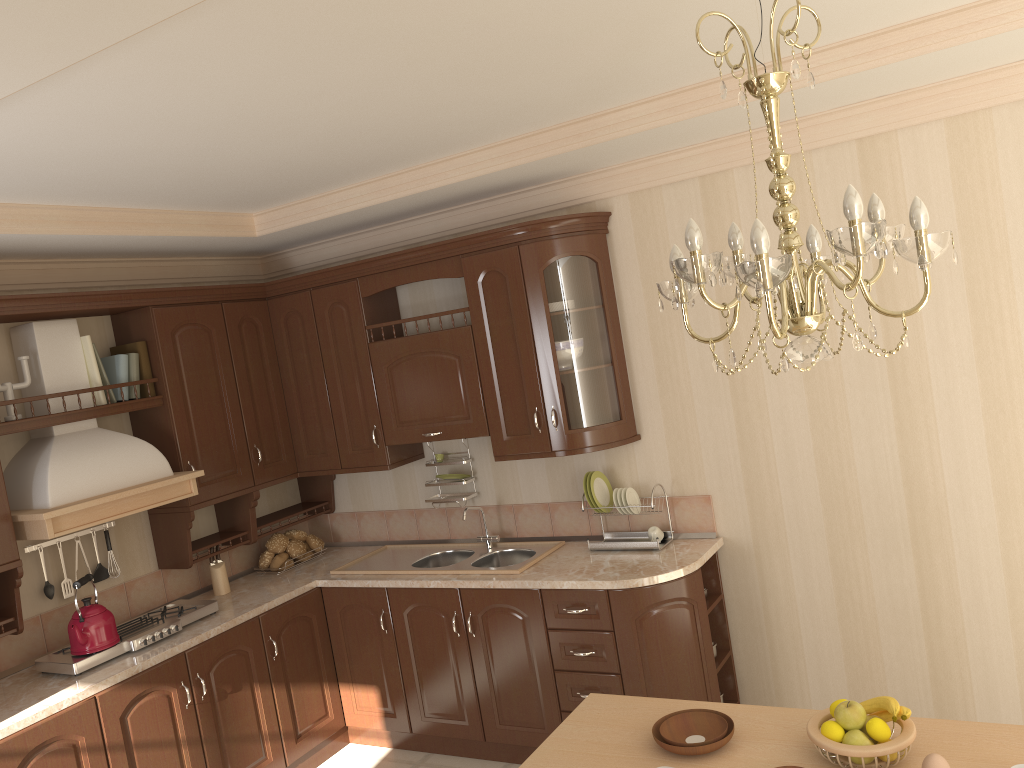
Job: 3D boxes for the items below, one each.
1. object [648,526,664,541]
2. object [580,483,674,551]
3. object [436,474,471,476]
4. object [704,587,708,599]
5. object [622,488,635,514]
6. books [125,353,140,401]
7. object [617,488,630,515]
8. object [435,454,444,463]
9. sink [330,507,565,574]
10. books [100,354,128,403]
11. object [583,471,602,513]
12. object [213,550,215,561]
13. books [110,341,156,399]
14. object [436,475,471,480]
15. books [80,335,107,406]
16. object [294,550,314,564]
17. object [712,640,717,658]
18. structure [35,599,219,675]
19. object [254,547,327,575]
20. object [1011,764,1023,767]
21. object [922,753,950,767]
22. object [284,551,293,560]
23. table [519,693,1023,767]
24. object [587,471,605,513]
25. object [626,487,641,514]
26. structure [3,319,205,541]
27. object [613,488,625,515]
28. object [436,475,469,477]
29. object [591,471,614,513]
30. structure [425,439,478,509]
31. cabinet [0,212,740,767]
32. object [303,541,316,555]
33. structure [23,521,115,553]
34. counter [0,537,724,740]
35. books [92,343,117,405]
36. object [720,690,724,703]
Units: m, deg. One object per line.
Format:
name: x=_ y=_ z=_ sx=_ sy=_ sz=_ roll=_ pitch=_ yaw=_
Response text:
object: x=0.637 y=0.665 z=3.927 sx=0.073 sy=0.072 sz=0.085 roll=-10 pitch=3 yaw=-5
object: x=0.508 y=0.587 z=3.942 sx=0.359 sy=0.275 sz=0.172 roll=-7 pitch=4 yaw=32
object: x=-0.294 y=0.458 z=4.433 sx=0.174 sy=0.051 sz=0.167 roll=-7 pitch=4 yaw=31
object: x=0.788 y=0.913 z=3.859 sx=0.120 sy=0.045 sz=0.084 roll=-6 pitch=5 yaw=42
object: x=0.518 y=0.518 z=3.926 sx=0.034 sy=0.119 sz=0.123 roll=-7 pitch=4 yaw=30
books: x=-1.761 y=-0.026 z=4.009 sx=0.205 sy=0.209 sz=0.080 roll=-7 pitch=4 yaw=31
object: x=0.500 y=0.520 z=3.937 sx=0.034 sy=0.119 sz=0.123 roll=-7 pitch=4 yaw=33
object: x=-0.364 y=0.374 z=4.502 sx=0.044 sy=0.051 sz=0.049 roll=-9 pitch=3 yaw=-1
sink: x=-0.329 y=0.776 z=4.253 sx=1.077 sy=0.348 sz=0.448 roll=-7 pitch=4 yaw=31
books: x=-1.794 y=-0.018 z=3.970 sx=0.205 sy=0.209 sz=0.086 roll=-7 pitch=4 yaw=31
object: x=0.374 y=0.488 z=4.007 sx=0.047 sy=0.188 sz=0.193 roll=-7 pitch=4 yaw=32
object: x=-1.473 y=0.886 z=4.387 sx=0.016 sy=0.158 sz=0.051 roll=-10 pitch=3 yaw=-7
books: x=-1.735 y=-0.057 z=4.066 sx=0.205 sy=0.254 sz=0.052 roll=-7 pitch=4 yaw=31
object: x=-0.294 y=0.464 z=4.431 sx=0.174 sy=0.051 sz=0.167 roll=-7 pitch=4 yaw=31
books: x=-1.864 y=-0.050 z=3.858 sx=0.194 sy=0.305 sz=0.042 roll=-7 pitch=4 yaw=31
object: x=-1.114 y=0.917 z=4.729 sx=0.105 sy=0.060 sz=0.103 roll=-8 pitch=4 yaw=26
object: x=0.776 y=1.157 z=3.837 sx=0.208 sy=0.077 sz=0.145 roll=-6 pitch=5 yaw=42
structure: x=-1.574 y=1.043 z=3.722 sx=0.325 sy=0.054 sz=0.710 roll=-7 pitch=4 yaw=31
object: x=-1.165 y=0.928 z=4.688 sx=0.199 sy=0.060 sz=0.364 roll=-7 pitch=4 yaw=31
object: x=1.029 y=0.802 z=1.767 sx=0.063 sy=0.055 sz=0.119 roll=-6 pitch=5 yaw=44
object: x=0.865 y=0.802 z=1.803 sx=0.058 sy=0.104 sz=0.058 roll=-9 pitch=3 yaw=9
object: x=-1.178 y=0.904 z=4.729 sx=0.098 sy=0.094 sz=0.114 roll=-9 pitch=3 yaw=11
table: x=0.741 y=1.267 z=1.860 sx=1.567 sy=0.774 sz=0.900 roll=-7 pitch=4 yaw=31
object: x=0.390 y=0.486 z=3.997 sx=0.047 sy=0.188 sz=0.193 roll=-7 pitch=4 yaw=32
object: x=0.536 y=0.516 z=3.915 sx=0.034 sy=0.119 sz=0.123 roll=-7 pitch=4 yaw=30
structure: x=-1.799 y=0.143 z=3.709 sx=0.455 sy=0.845 sz=0.753 roll=-7 pitch=4 yaw=31
object: x=0.482 y=0.523 z=3.948 sx=0.034 sy=0.119 sz=0.123 roll=-7 pitch=4 yaw=30
object: x=-0.294 y=0.461 z=4.432 sx=0.174 sy=0.051 sz=0.167 roll=-7 pitch=4 yaw=31
object: x=0.405 y=0.484 z=3.987 sx=0.047 sy=0.188 sz=0.193 roll=-7 pitch=4 yaw=32
structure: x=-0.327 y=0.444 z=4.466 sx=0.256 sy=0.361 sz=0.131 roll=-7 pitch=4 yaw=31
cabinet: x=-0.972 y=0.696 z=3.077 sx=2.436 sy=2.313 sz=3.226 roll=-7 pitch=4 yaw=31
object: x=-1.125 y=0.889 z=4.804 sx=0.125 sy=0.100 sz=0.091 roll=-8 pitch=4 yaw=26
structure: x=-1.902 y=0.658 z=3.830 sx=0.008 sy=0.020 sz=0.422 roll=-7 pitch=4 yaw=31
counter: x=-0.759 y=0.988 z=3.350 sx=2.422 sy=0.034 sz=2.603 roll=-7 pitch=4 yaw=31
books: x=-1.848 y=-0.037 z=3.896 sx=0.194 sy=0.271 sz=0.068 roll=-7 pitch=4 yaw=31
object: x=0.814 y=1.387 z=3.852 sx=0.208 sy=0.077 sz=0.145 roll=-12 pitch=4 yaw=-35
